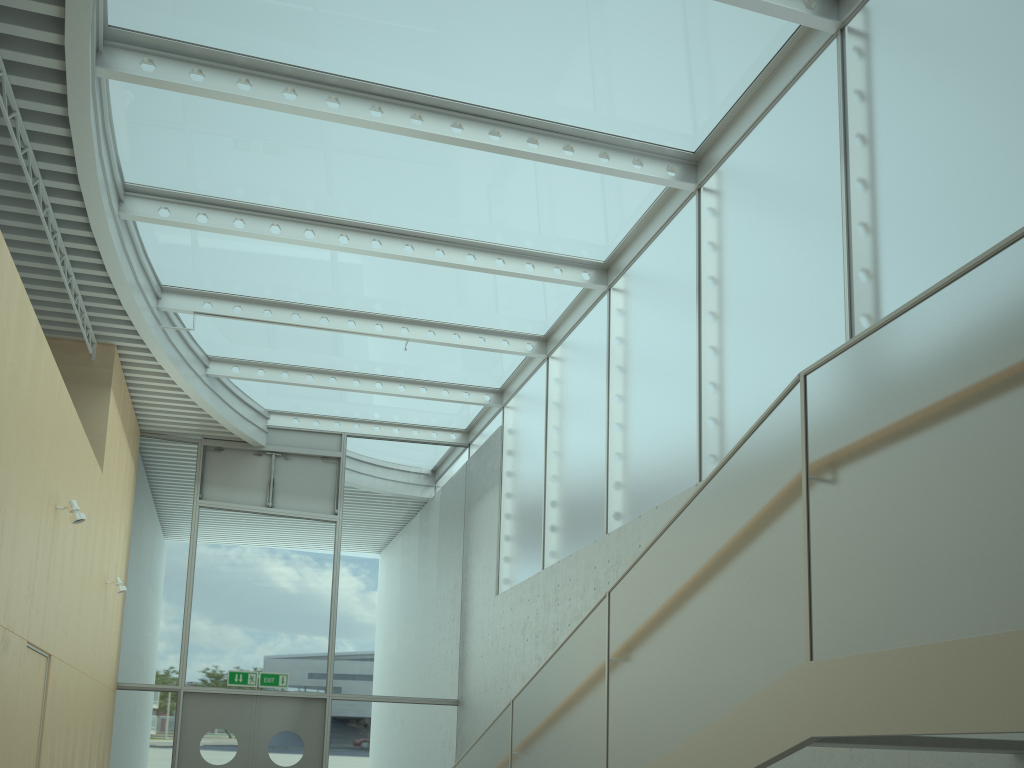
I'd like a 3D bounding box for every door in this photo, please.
[{"bbox_3d":[-3.597,5.343,11.733,1.941,2.005,0.182,7,-10,-19],"label":"door"}]

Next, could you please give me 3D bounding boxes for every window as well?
[{"bbox_3d":[-2.999,3.527,12.212,4.905,5.984,0.114,7,-10,-19],"label":"window"},{"bbox_3d":[-0.993,1.072,7.053,4.827,5.924,16.819,6,-22,-17],"label":"window"},{"bbox_3d":[1.106,-0.040,7.964,0.030,2.597,16.633,4,-23,-17],"label":"window"}]

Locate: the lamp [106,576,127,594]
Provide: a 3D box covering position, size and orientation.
[{"bbox_3d":[-4.480,2.272,9.619,0.239,0.186,0.145,16,-20,-36],"label":"lamp"}]

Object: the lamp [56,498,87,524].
[{"bbox_3d":[-3.461,0.996,6.666,0.239,0.186,0.145,16,-20,-36],"label":"lamp"}]

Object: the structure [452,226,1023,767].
[{"bbox_3d":[2.177,0.302,1.789,1.901,3.981,13.402,5,-23,-17],"label":"structure"}]
